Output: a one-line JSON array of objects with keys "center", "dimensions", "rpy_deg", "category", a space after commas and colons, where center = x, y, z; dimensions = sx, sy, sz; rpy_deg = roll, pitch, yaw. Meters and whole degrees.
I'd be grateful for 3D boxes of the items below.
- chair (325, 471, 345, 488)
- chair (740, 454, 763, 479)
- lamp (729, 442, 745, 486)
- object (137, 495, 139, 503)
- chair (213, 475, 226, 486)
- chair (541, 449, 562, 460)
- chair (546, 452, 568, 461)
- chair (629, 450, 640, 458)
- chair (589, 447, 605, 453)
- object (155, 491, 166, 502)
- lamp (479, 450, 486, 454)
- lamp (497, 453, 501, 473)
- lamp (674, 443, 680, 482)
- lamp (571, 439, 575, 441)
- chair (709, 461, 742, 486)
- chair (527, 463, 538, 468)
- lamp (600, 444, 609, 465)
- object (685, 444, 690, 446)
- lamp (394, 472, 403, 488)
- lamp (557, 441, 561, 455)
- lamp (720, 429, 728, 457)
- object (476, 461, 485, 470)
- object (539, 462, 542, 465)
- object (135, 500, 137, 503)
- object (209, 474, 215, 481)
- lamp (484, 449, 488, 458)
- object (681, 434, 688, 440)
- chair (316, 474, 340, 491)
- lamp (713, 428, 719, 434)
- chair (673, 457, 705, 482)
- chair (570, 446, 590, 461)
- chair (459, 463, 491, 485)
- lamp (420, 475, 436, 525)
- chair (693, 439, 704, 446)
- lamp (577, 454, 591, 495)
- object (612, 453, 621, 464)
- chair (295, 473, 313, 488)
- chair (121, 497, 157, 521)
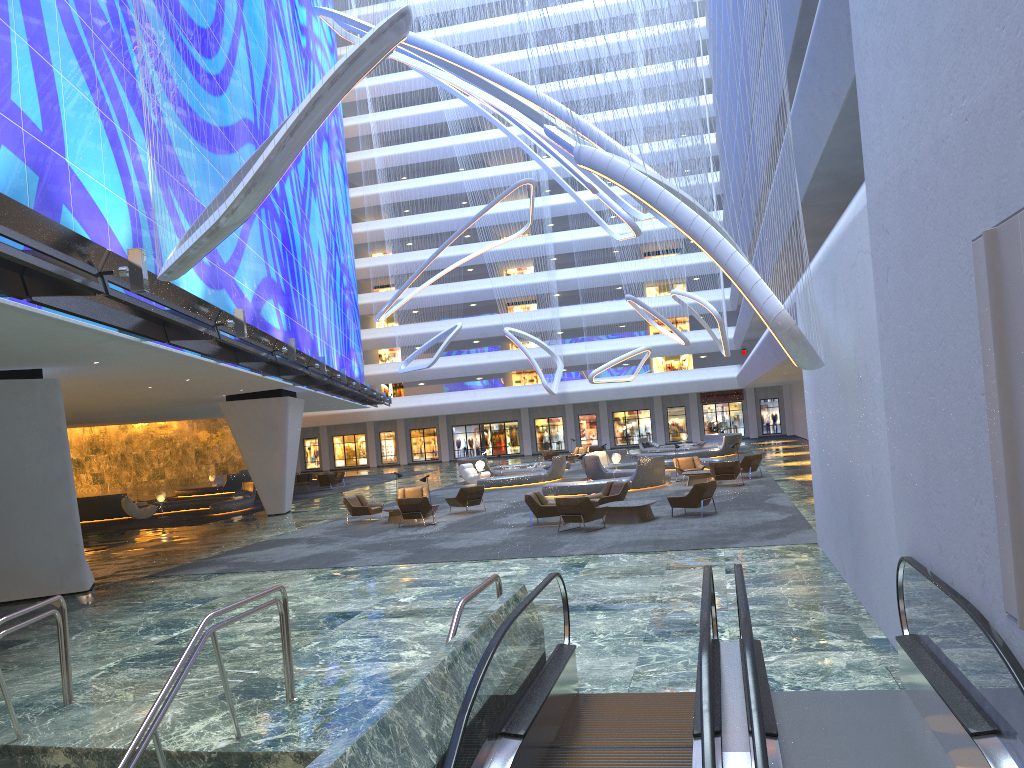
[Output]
[{"center": [-8.893, 4.785, 44.397], "dimensions": [0.937, 0.766, 0.931], "rpy_deg": [-3, -2, -39], "category": "chair"}, {"center": [7.616, 2.692, 28.905], "dimensions": [0.928, 0.766, 0.940], "rpy_deg": [-3, -2, -44], "category": "chair"}, {"center": [6.726, 2.392, 26.535], "dimensions": [0.384, 1.300, 0.201], "rpy_deg": [-5, -1, 30], "category": "lamp"}, {"center": [-15.982, 4.895, 37.826], "dimensions": [0.076, 0.355, 0.066], "rpy_deg": [-5, -1, 5], "category": "object"}, {"center": [-16.752, 5.684, 50.858], "dimensions": [0.728, 0.881, 1.159], "rpy_deg": [-4, -2, -33], "category": "chair"}, {"center": [2.190, 4.082, 49.806], "dimensions": [0.928, 0.766, 0.940], "rpy_deg": [-4, -2, -33], "category": "chair"}, {"center": [2.357, 3.942, 46.987], "dimensions": [0.937, 0.766, 0.931], "rpy_deg": [-4, -2, -36], "category": "chair"}, {"center": [6.458, 3.713, 46.699], "dimensions": [0.490, 0.501, 0.587], "rpy_deg": [-3, -2, -43], "category": "chair"}, {"center": [4.611, 3.802, 48.136], "dimensions": [0.929, 0.766, 0.940], "rpy_deg": [-5, -2, -9], "category": "chair"}, {"center": [-13.272, 4.249, 33.511], "dimensions": [0.318, 0.387, 0.367], "rpy_deg": [-5, -2, 20], "category": "object"}, {"center": [-1.360, 3.744, 41.481], "dimensions": [0.384, 1.300, 0.202], "rpy_deg": [-5, -1, 6], "category": "lamp"}, {"center": [-0.482, 3.431, 36.096], "dimensions": [0.202, 1.300, 0.384], "rpy_deg": [-5, -1, -12], "category": "lamp"}, {"center": [5.574, 2.637, 29.842], "dimensions": [0.202, 1.300, 0.384], "rpy_deg": [-5, -1, 29], "category": "lamp"}, {"center": [3.475, 3.714, 50.070], "dimensions": [0.383, 1.300, 0.202], "rpy_deg": [-5, -1, -25], "category": "lamp"}, {"center": [6.432, 2.693, 26.664], "dimensions": [0.930, 0.766, 0.938], "rpy_deg": [-5, -2, 19], "category": "chair"}, {"center": [0.453, 3.984, 41.284], "dimensions": [1.783, 0.501, 0.586], "rpy_deg": [-4, -2, -23], "category": "chair"}, {"center": [3.768, 3.054, 35.757], "dimensions": [0.384, 1.300, 0.201], "rpy_deg": [-5, -1, 30], "category": "lamp"}, {"center": [9.598, 3.365, 48.836], "dimensions": [0.381, 0.038, 0.381], "rpy_deg": [-5, -3, 5], "category": "object"}, {"center": [-3.323, 3.230, 26.127], "dimensions": [0.202, 1.300, 0.384], "rpy_deg": [-5, -1, 29], "category": "lamp"}, {"center": [2.519, 3.646, 46.699], "dimensions": [0.201, 1.300, 0.384], "rpy_deg": [-5, -1, -25], "category": "lamp"}, {"center": [9.995, 2.789, 41.737], "dimensions": [0.201, 1.300, 0.384], "rpy_deg": [-5, -1, -28], "category": "lamp"}, {"center": [-1.315, 3.374, 36.734], "dimensions": [0.367, 0.387, 0.318], "rpy_deg": [-5, -1, -5], "category": "object"}, {"center": [1.321, 3.681, 40.980], "dimensions": [0.071, 0.118, 0.151], "rpy_deg": [-5, -2, 23], "category": "object"}, {"center": [-15.977, 5.007, 37.672], "dimensions": [0.071, 0.118, 0.151], "rpy_deg": [-4, -2, -42], "category": "object"}, {"center": [-16.899, 5.288, 49.959], "dimensions": [0.367, 0.387, 0.318], "rpy_deg": [-5, -1, 20], "category": "object"}, {"center": [-1.256, 3.843, 43.892], "dimensions": [0.201, 1.300, 0.385], "rpy_deg": [-4, -1, -33], "category": "lamp"}, {"center": [10.002, 3.069, 51.388], "dimensions": [0.367, 0.387, 0.318], "rpy_deg": [-5, -1, -5], "category": "object"}, {"center": [-8.836, 4.693, 42.433], "dimensions": [0.930, 0.766, 0.939], "rpy_deg": [-5, -2, 11], "category": "chair"}, {"center": [10.626, 2.913, 45.746], "dimensions": [0.384, 1.300, 0.202], "rpy_deg": [-5, -1, 13], "category": "lamp"}, {"center": [5.981, 2.879, 29.984], "dimensions": [0.929, 0.766, 0.939], "rpy_deg": [-5, -2, -4], "category": "chair"}, {"center": [3.894, 3.944, 49.963], "dimensions": [0.931, 0.766, 0.938], "rpy_deg": [-6, -2, 32], "category": "chair"}, {"center": [-1.560, 3.801, 37.598], "dimensions": [1.159, 0.881, 0.728], "rpy_deg": [-6, -2, 32], "category": "chair"}, {"center": [-2.172, 2.985, 22.821], "dimensions": [0.384, 1.300, 0.201], "rpy_deg": [-5, -1, 30], "category": "lamp"}, {"center": [10.241, 3.277, 47.123], "dimensions": [0.928, 0.766, 0.940], "rpy_deg": [-3, -2, -44], "category": "chair"}, {"center": [2.248, 2.823, 27.648], "dimensions": [0.384, 1.300, 0.201], "rpy_deg": [-5, -1, 30], "category": "lamp"}, {"center": [3.885, 2.765, 32.998], "dimensions": [0.367, 0.387, 0.318], "rpy_deg": [-5, -1, 20], "category": "object"}, {"center": [-10.549, 4.946, 44.829], "dimensions": [0.929, 0.766, 0.940], "rpy_deg": [-4, -2, -14], "category": "chair"}, {"center": [-14.140, 4.696, 33.622], "dimensions": [1.156, 0.881, 0.730], "rpy_deg": [-4, -2, -33], "category": "chair"}]
